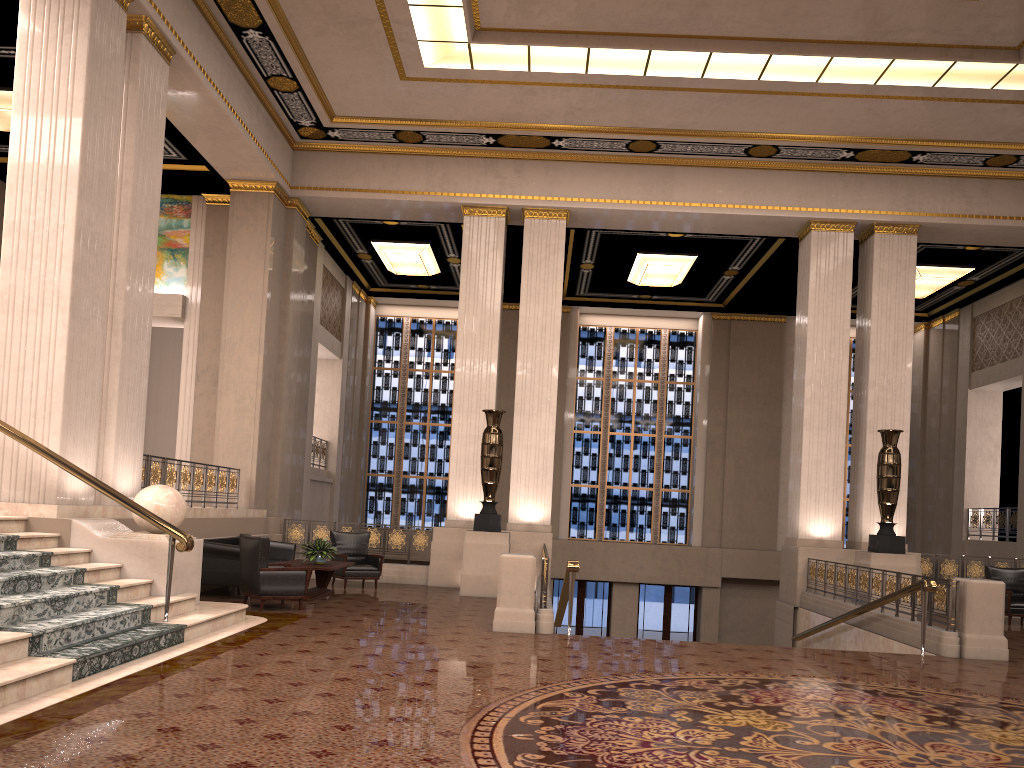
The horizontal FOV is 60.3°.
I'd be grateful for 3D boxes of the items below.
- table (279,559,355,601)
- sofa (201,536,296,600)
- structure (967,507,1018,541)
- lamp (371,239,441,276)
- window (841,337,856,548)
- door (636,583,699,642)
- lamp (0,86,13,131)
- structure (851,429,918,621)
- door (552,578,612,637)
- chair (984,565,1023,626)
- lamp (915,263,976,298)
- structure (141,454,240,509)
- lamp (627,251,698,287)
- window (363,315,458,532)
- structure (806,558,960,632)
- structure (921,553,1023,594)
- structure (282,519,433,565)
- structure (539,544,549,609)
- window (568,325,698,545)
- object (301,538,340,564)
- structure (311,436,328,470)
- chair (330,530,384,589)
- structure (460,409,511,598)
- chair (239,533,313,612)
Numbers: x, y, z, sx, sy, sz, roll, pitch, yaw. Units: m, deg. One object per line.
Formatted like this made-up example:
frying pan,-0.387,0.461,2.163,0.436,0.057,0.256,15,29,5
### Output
table,-2.669,2.614,11.781,0.838,0.433,1.489,3,-8,2
sofa,-3.579,2.437,11.817,0.875,0.702,1.940,3,-8,2
structure,9.831,2.858,17.970,0.031,0.663,2.176,3,-8,2
lamp,-2.181,-2.584,18.393,1.167,0.213,2.036,3,-8,2
window,8.268,1.515,21.761,2.987,5.337,0.069,3,-2,2
door,3.706,6.162,21.261,1.491,2.713,0.156,3,-2,2
lamp,-7.054,-3.756,12.223,1.715,0.213,1.179,3,-8,2
structure,5.583,2.080,13.137,0.700,2.777,0.703,3,-2,2
door,1.621,6.060,21.326,1.491,2.713,0.156,3,-2,2
chair,7.526,3.162,13.159,0.648,0.840,0.722,3,-5,-3
lamp,8.410,-2.066,18.067,1.167,0.213,2.036,3,-8,2
structure,-4.334,1.366,11.943,0.032,0.620,3.729,3,-8,2
lamp,3.069,-2.327,18.232,1.167,0.213,2.036,3,-8,2
window,-2.095,1.009,22.081,2.987,5.337,0.069,3,-2,2
structure,4.663,2.684,11.638,0.079,0.533,4.983,3,-8,2
structure,7.836,3.158,14.434,2.534,0.652,0.032,3,-2,2
structure,-2.588,2.649,14.756,2.534,0.652,0.032,3,-2,2
structure,0.438,2.477,11.768,0.079,0.533,4.984,3,-8,3
window,2.998,1.257,21.924,2.987,5.337,0.069,3,-2,2
object,-2.550,2.197,11.677,0.502,0.374,0.529,-1,-7,34
structure,-4.142,1.434,18.426,0.031,0.663,2.176,3,-8,2
chair,-2.390,2.677,13.461,0.651,0.840,0.719,6,-5,-33
structure,-0.335,1.791,13.319,0.700,2.777,0.703,3,-2,2
chair,-2.767,2.173,10.191,0.721,0.840,0.649,7,-6,-38
